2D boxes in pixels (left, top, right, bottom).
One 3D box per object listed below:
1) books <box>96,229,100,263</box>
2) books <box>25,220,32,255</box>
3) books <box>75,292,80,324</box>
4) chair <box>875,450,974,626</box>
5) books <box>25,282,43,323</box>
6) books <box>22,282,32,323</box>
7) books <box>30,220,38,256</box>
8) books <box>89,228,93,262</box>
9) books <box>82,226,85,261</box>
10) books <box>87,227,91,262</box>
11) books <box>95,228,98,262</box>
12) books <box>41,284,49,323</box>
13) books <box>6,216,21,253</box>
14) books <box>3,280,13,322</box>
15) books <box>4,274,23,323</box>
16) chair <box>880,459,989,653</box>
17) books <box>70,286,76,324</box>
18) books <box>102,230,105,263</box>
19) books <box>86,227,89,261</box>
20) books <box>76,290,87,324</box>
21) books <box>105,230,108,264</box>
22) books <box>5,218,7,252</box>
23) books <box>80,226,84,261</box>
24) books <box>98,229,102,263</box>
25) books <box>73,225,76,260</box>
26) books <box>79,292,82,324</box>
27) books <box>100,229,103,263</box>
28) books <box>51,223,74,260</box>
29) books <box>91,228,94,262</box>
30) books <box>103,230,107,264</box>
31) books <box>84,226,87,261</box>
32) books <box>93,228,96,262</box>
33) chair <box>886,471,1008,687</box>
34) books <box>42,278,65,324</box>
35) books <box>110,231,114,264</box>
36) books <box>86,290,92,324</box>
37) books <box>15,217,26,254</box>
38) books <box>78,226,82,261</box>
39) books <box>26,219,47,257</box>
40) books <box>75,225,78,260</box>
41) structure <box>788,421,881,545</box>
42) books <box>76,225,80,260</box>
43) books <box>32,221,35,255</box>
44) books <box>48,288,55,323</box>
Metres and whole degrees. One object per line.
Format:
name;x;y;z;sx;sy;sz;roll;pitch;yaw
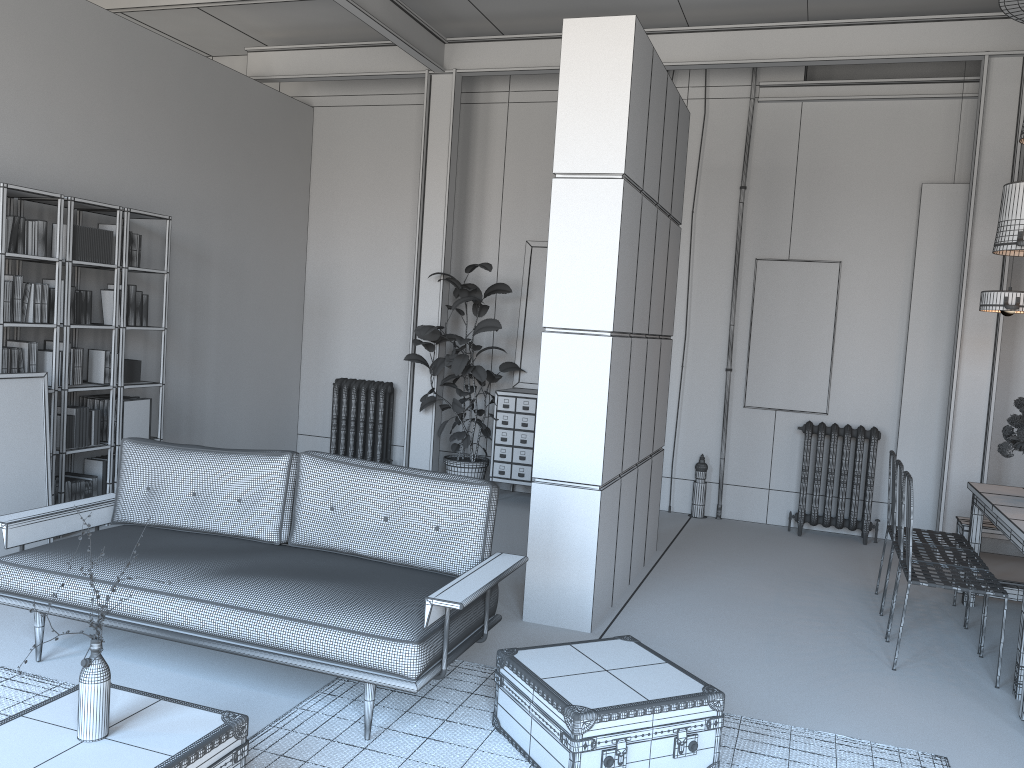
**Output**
books;-2.918;-0.954;6.102;0.182;0.240;0.016;5;4;19
books;-3.154;-0.932;5.670;0.196;0.229;0.035;5;4;19
books;-3.062;-0.525;6.140;0.165;0.227;0.022;5;4;19
chair;2.597;0.932;5.562;0.488;0.975;0.474;5;4;19
books;-3.142;-0.526;5.741;0.193;0.265;0.062;5;4;19
books;-3.186;-0.524;5.680;0.193;0.267;0.084;5;4;20
books;-3.137;-0.938;5.721;0.180;0.238;0.027;5;4;19
books;-2.939;-0.951;6.043;0.182;0.240;0.016;5;4;19
books;-2.959;-0.949;5.984;0.182;0.240;0.016;5;4;19
books;-2.944;-0.951;6.028;0.182;0.240;0.016;5;4;19
books;-2.924;-0.953;6.087;0.182;0.240;0.016;5;4;19
books;-3.132;-0.530;5.806;0.193;0.265;0.062;5;4;19
books;-3.174;-0.934;5.557;0.178;0.244;0.077;5;4;18
books;-3.219;-0.517;5.517;0.193;0.265;0.091;5;4;19
books;-3.207;-0.543;5.608;0.222;0.303;0.071;5;4;19
chair;2.435;0.952;5.094;0.488;0.975;0.474;5;4;19
books;-3.102;-0.545;6.094;0.195;0.266;0.091;5;4;19
books;-2.903;-0.956;6.147;0.182;0.240;0.016;5;4;19
books;-2.949;-0.950;6.013;0.182;0.240;0.016;5;4;19
books;-3.060;-0.538;6.208;0.180;0.244;0.057;5;4;19
books;-2.893;-0.957;6.176;0.182;0.240;0.016;5;4;19
books;-3.211;-0.922;5.508;0.161;0.222;0.039;5;4;19
books;-2.965;-0.948;5.969;0.182;0.240;0.016;5;4;19
books;-2.913;-0.955;6.117;0.182;0.240;0.016;5;4;19
books;-2.985;-0.946;5.909;0.182;0.240;0.016;5;4;19
books;-3.055;-0.526;6.161;0.165;0.227;0.022;5;4;19
books;-2.908;-0.955;6.132;0.182;0.240;0.016;5;4;19
books;-2.990;-0.945;5.895;0.182;0.240;0.016;5;4;19
books;-2.934;-0.952;6.058;0.182;0.240;0.016;5;4;19
books;-2.898;-0.956;6.162;0.182;0.240;0.016;5;4;19
books;-2.954;-0.950;5.998;0.182;0.240;0.016;5;4;19
books;-2.929;-0.953;6.073;0.182;0.240;0.016;5;4;19
chair;2.268;0.972;4.613;0.488;0.975;0.474;5;4;19
books;-3.090;-0.560;6.016;0.224;0.304;0.038;5;4;19
books;-2.877;-0.959;6.221;0.182;0.240;0.016;5;4;19
books;-3.051;-0.541;6.267;0.180;0.244;0.057;5;4;19
books;-3.170;-0.939;5.625;0.178;0.242;0.057;5;4;19
books;-2.970;-0.948;5.954;0.182;0.240;0.016;5;4;19
books;-3.119;-0.945;5.773;0.178;0.242;0.083;5;4;19
books;-2.980;-0.946;5.924;0.182;0.240;0.016;5;4;19
structure;2.766;0.836;7.545;0.733;1.007;0.328;5;4;19
books;-2.975;-0.947;5.939;0.182;0.240;0.016;5;4;19
books;-3.145;-0.934;5.697;0.187;0.232;0.023;5;4;19
books;-3.151;-0.529;5.979;0.180;0.244;0.057;5;4;19
